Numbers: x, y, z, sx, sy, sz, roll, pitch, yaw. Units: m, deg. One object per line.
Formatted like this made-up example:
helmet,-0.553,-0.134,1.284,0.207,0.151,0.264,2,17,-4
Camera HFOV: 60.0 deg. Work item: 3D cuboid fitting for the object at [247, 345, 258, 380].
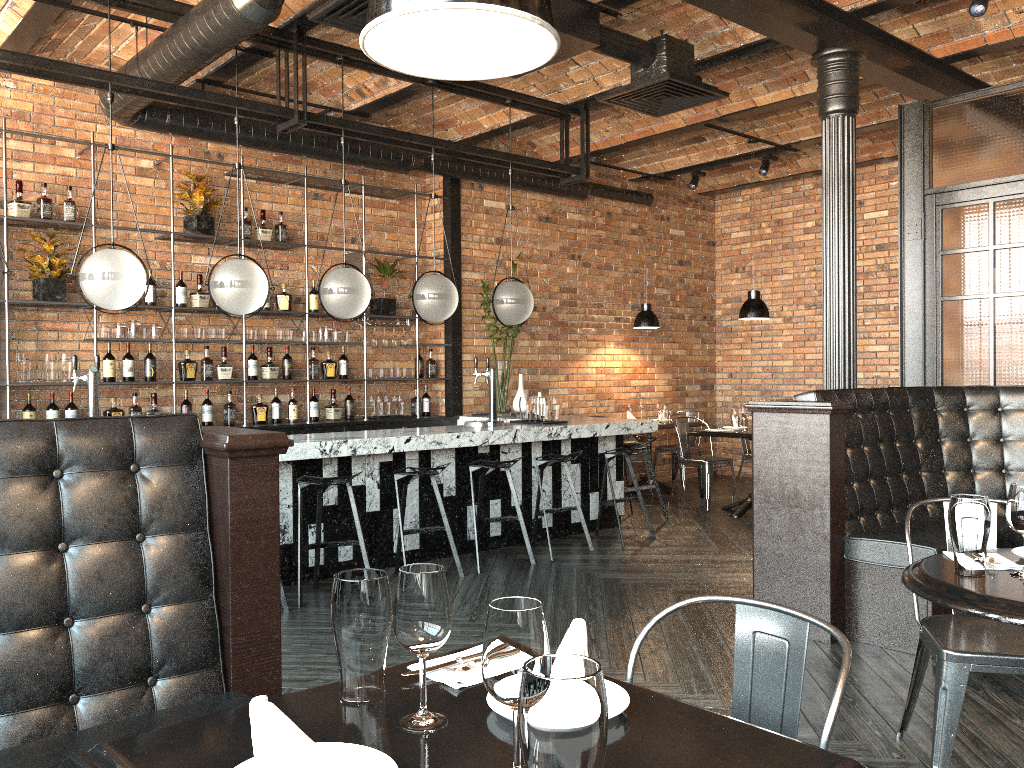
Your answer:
object,-2.153,-0.179,7.364,0.086,0.298,0.086,0,1,8

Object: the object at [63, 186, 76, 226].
object,-3.209,-1.293,6.432,0.083,0.282,0.083,-1,1,-26

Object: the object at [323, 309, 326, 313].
object,-1.603,-0.750,7.811,0.123,0.279,0.123,-1,1,-32

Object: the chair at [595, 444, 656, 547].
chair,0.824,0.843,6.915,0.414,0.737,0.475,0,1,39

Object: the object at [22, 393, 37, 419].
object,-3.413,0.211,6.270,0.086,0.299,0.086,0,1,8

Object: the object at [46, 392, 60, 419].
object,-3.310,0.207,6.392,0.086,0.298,0.086,0,1,8

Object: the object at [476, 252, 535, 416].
object,-0.064,-0.473,8.434,0.584,1.546,0.673,-1,1,-2

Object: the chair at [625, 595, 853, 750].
chair,0.291,0.855,1.564,0.558,0.857,0.504,-1,1,-36

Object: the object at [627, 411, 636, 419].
object,1.298,0.354,9.474,0.232,0.139,0.232,0,1,43

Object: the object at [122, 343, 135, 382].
object,-2.913,-0.164,6.735,0.086,0.298,0.086,0,1,8

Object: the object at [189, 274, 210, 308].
object,-2.480,-0.732,7.049,0.123,0.279,0.123,0,1,38

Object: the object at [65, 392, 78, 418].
object,-3.205,0.206,6.452,0.086,0.298,0.086,0,1,8

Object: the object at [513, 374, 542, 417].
object,0.167,0.107,8.154,0.316,0.397,0.319,0,1,8

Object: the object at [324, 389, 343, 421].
object,-1.577,0.184,7.837,0.123,0.279,0.123,0,1,38

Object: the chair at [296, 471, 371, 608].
chair,-1.099,0.882,5.246,0.475,0.737,0.414,-1,1,-31

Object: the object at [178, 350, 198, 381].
object,-2.560,-0.144,7.000,0.094,0.248,0.151,0,1,38

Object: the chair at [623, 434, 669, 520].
chair,1.079,0.829,7.845,0.414,0.737,0.475,-1,1,-36

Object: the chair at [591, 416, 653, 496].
chair,1.114,0.751,9.295,0.558,0.857,0.504,-1,1,-41

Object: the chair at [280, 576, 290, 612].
chair,-1.537,0.891,4.865,0.414,0.737,0.475,0,1,44

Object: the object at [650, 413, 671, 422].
object,1.637,0.347,9.761,0.232,0.139,0.232,-1,1,-9

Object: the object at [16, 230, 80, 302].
object,-3.295,-0.838,6.323,0.430,0.526,0.425,-1,1,-29

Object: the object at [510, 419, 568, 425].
object,0.213,0.306,7.148,0.273,0.019,0.437,-1,1,-41

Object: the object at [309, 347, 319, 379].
object,-1.730,-0.179,7.721,0.083,0.282,0.083,0,1,34

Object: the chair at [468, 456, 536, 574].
chair,-0.147,0.863,6.072,0.475,0.737,0.414,-1,1,-36

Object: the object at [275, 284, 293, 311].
object,-1.936,-0.728,7.539,0.151,0.248,0.094,-1,1,-12

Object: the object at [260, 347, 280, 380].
object,-2.032,-0.170,7.440,0.123,0.279,0.123,0,1,38

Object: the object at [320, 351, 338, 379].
object,-1.614,-0.163,7.821,0.151,0.248,0.094,-1,1,-32

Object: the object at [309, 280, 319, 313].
object,-1.727,-0.757,7.729,0.086,0.299,0.086,0,1,8

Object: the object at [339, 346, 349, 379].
object,-1.507,-0.191,7.932,0.086,0.298,0.086,0,1,8

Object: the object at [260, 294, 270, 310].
object,-2.078,-0.752,7.458,0.086,0.298,0.086,0,1,8

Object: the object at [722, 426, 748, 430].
object,2.092,0.362,8.326,0.232,0.139,0.232,0,1,43

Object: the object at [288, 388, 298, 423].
object,-1.877,0.181,7.595,0.080,0.299,0.080,-1,1,-39

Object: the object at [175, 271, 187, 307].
object,-2.601,-0.741,6.972,0.086,0.298,0.086,0,1,8

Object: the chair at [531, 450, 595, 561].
chair,0.293,0.854,6.454,0.414,0.737,0.475,0,1,44

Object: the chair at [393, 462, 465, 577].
chair,-0.615,0.872,5.666,0.414,0.737,0.475,0,1,44

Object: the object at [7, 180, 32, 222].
object,-3.454,-1.286,6.221,0.123,0.279,0.123,0,1,38

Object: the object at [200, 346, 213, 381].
object,-2.444,-0.165,7.102,0.083,0.282,0.083,-1,1,-41

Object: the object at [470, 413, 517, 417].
object,-0.085,0.295,8.457,0.622,0.014,0.622,0,1,22

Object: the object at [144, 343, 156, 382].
object,-2.780,-0.166,6.813,0.086,0.297,0.086,0,1,8

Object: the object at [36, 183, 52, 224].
object,-3.335,-1.291,6.323,0.083,0.282,0.083,0,1,34

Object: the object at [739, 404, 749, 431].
object,2.108,0.306,8.054,0.092,0.244,0.092,0,1,21

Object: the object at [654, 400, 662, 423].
object,1.568,0.293,9.490,0.092,0.244,0.092,-1,1,-35

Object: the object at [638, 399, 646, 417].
object,1.422,0.292,9.709,0.092,0.244,0.092,-1,1,-35

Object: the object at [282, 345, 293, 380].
object,-1.916,-0.184,7.564,0.086,0.299,0.086,0,1,8

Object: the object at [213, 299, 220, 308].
object,-2.368,-0.737,7.165,0.083,0.282,0.083,-1,1,-41

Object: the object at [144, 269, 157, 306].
object,-2.782,-0.736,6.823,0.086,0.298,0.086,0,1,8

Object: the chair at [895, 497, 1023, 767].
chair,1.542,0.828,2.850,0.504,0.857,0.558,0,1,14

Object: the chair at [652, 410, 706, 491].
chair,1.903,0.734,10.054,0.504,0.857,0.558,0,1,44

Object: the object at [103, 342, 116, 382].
object,-3.007,-0.161,6.621,0.086,0.299,0.086,0,1,8

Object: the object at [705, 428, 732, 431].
object,1.925,0.419,8.180,0.157,0.019,0.255,-1,1,-40

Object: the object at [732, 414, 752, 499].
object,2.577,0.741,9.031,0.504,0.857,0.558,-1,1,-41

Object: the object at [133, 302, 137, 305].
object,-2.902,-0.708,6.701,0.151,0.248,0.094,-1,1,-37

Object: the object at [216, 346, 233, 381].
object,-2.330,-0.164,7.182,0.123,0.279,0.123,-1,1,-27
